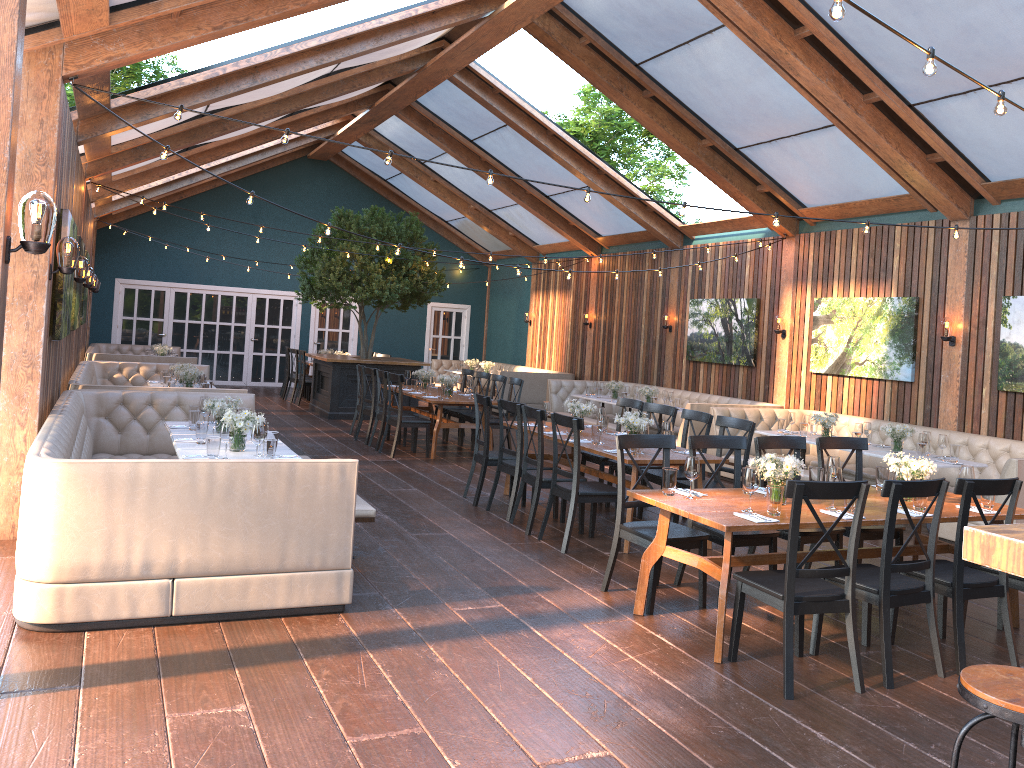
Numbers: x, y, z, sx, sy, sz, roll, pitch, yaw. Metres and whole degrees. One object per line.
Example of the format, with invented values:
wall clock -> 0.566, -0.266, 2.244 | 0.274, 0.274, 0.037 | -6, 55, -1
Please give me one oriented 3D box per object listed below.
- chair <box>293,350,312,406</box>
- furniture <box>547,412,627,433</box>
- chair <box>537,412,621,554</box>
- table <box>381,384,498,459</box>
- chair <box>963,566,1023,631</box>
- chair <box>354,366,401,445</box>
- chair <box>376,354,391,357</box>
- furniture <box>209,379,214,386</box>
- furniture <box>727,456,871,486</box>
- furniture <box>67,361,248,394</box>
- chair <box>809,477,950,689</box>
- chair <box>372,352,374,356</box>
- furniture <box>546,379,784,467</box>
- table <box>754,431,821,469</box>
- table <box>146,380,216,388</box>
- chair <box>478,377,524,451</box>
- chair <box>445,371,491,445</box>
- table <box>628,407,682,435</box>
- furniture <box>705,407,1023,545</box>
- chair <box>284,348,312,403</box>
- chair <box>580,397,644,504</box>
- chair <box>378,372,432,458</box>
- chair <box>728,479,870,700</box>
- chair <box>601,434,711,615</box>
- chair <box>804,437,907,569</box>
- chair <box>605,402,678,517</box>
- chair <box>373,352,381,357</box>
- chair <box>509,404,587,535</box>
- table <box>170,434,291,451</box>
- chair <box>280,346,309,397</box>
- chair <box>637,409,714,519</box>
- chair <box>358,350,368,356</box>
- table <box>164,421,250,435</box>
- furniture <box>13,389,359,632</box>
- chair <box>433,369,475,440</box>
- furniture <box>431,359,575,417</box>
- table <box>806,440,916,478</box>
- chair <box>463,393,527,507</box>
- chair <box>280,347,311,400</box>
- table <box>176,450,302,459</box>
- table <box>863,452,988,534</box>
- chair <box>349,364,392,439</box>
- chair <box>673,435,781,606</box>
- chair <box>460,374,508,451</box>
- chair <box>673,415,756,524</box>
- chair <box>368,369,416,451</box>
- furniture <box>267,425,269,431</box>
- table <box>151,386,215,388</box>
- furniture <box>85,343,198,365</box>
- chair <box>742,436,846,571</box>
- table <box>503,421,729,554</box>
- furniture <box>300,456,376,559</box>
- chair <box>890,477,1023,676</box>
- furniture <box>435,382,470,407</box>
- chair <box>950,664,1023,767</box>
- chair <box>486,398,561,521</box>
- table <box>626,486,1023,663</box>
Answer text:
chair -> -3.785, -0.116, 16.673 | 0.538, 1.020, 0.478 | 4, 0, -24
furniture -> 1.162, 0.729, 13.150 | 0.312, 0.399, 2.335 | 3, 3, -24
chair -> 0.564, 0.754, 6.954 | 0.538, 1.020, 0.478 | 4, 0, -24
table -> -1.068, 0.483, 12.093 | 0.949, 0.729, 2.438 | 3, 3, -24
chair -> 2.979, 1.019, 5.166 | 0.476, 1.020, 0.541 | 4, 0, -29
chair -> -1.797, 0.290, 12.095 | 0.538, 1.020, 0.478 | 3, 0, -29
chair -> -2.672, -0.073, 17.157 | 0.538, 1.020, 0.478 | 3, 0, -41
furniture -> -5.890, 0.061, 16.628 | 0.312, 0.399, 2.335 | 3, 3, -24
furniture -> 3.017, 1.098, 9.030 | 0.312, 0.399, 2.335 | 3, 3, -24
furniture -> -4.363, 0.291, 10.652 | 1.707, 0.859, 4.169 | 2, 4, -24
chair -> 1.959, 0.981, 4.705 | 0.476, 1.020, 0.541 | 4, 0, -29
chair -> -3.121, -0.166, 18.202 | 0.539, 1.020, 0.478 | 4, 0, -19
furniture -> 2.188, 0.536, 13.607 | 1.707, 0.859, 4.169 | 2, 4, -24
table -> 3.302, 0.918, 10.051 | 0.797, 0.672, 0.801 | 3, 2, -25
table -> -4.349, 0.332, 11.553 | 0.797, 0.672, 0.801 | 3, 2, -25
chair -> -0.152, 0.426, 11.608 | 0.539, 1.020, 0.478 | 4, 0, -19
chair -> -0.612, 0.334, 12.629 | 0.538, 1.020, 0.478 | 3, 0, -29
table -> 2.116, 0.682, 12.683 | 0.797, 0.672, 0.801 | 3, 2, -25
furniture -> 4.044, 0.906, 9.484 | 1.707, 0.859, 4.169 | 2, 4, -24
chair -> -4.059, -0.164, 17.164 | 0.538, 1.020, 0.478 | 3, 0, -29
chair -> 1.020, 0.660, 9.004 | 0.538, 1.020, 0.478 | 4, 0, -24
chair -> -1.314, 0.382, 11.083 | 0.538, 1.020, 0.478 | 3, 0, -29
chair -> 1.450, 0.962, 4.475 | 0.477, 1.020, 0.540 | 4, 0, -19
chair -> 0.933, 0.859, 5.624 | 0.476, 1.020, 0.541 | 4, 0, -29
chair -> 2.461, 0.916, 6.315 | 0.476, 1.020, 0.540 | 4, 0, -24
chair -> 1.250, 0.705, 8.493 | 0.538, 1.020, 0.478 | 3, 0, -29
chair -> -2.891, -0.120, 17.691 | 0.538, 1.020, 0.478 | 4, 0, -24
chair -> 0.328, 0.708, 7.461 | 0.539, 1.020, 0.478 | 4, 0, -19
table -> -2.159, 0.768, 6.689 | 0.797, 0.672, 0.801 | 3, 2, -24
chair -> -4.460, -0.253, 18.212 | 0.539, 1.020, 0.478 | 4, 0, -19
chair -> 1.480, 0.751, 7.983 | 0.539, 1.020, 0.478 | 4, 0, -19
chair -> -3.351, -0.212, 18.713 | 0.538, 1.020, 0.478 | 3, 0, -29
table -> -2.494, 0.702, 7.433 | 0.797, 0.672, 0.801 | 3, 2, -25
furniture -> -2.502, 0.662, 6.519 | 1.707, 0.859, 4.169 | 2, 4, -24
chair -> -0.842, 0.288, 13.140 | 0.538, 1.020, 0.478 | 4, 0, -24
furniture -> -0.292, 0.042, 19.114 | 1.707, 0.859, 4.169 | 2, 4, -24
table -> 3.637, 0.985, 9.307 | 0.797, 0.672, 0.801 | 3, 2, -24
chair -> -0.132, 0.617, 8.477 | 0.539, 1.020, 0.478 | 4, 0, -17
chair -> -4.303, -0.210, 17.668 | 0.539, 1.020, 0.478 | 4, 0, -19
table -> -1.824, 0.835, 5.945 | 0.797, 0.672, 0.801 | 3, 2, -25
table -> 3.972, 1.052, 8.563 | 0.797, 0.672, 0.801 | 3, 2, -25
chair -> -1.993, 0.245, 12.620 | 0.539, 1.020, 0.478 | 4, 0, -19
chair -> 1.442, 0.878, 5.854 | 0.476, 1.020, 0.540 | 4, 0, -24
chair -> -0.382, 0.380, 12.118 | 0.538, 1.020, 0.478 | 4, 0, -24
chair -> 1.710, 0.797, 7.472 | 0.538, 1.020, 0.478 | 4, 0, -24
chair -> -1.544, 0.337, 11.593 | 0.539, 1.020, 0.478 | 4, 0, -21
furniture -> -3.396, 0.558, 11.091 | 0.312, 0.399, 2.335 | 3, 3, -24
table -> -4.014, 0.399, 10.809 | 0.797, 0.672, 0.801 | 3, 2, -24
furniture -> -6.847, -0.204, 16.168 | 1.707, 0.859, 4.169 | 2, 4, -24
chair -> 1.952, 0.897, 6.085 | 0.476, 1.020, 0.541 | 4, 0, -29
table -> 0.784, 0.852, 7.980 | 0.949, 0.729, 2.438 | 3, 3, -24
furniture -> -1.541, 0.928, 6.971 | 0.312, 0.399, 2.335 | 3, 3, -24
chair -> 2.469, 1.000, 4.935 | 0.476, 1.020, 0.540 | 4, 0, -24
furniture -> -1.331, 0.232, 18.687 | 0.312, 0.399, 2.335 | 3, 3, -24
chair -> 1.437, 1.223, 2.493 | 0.467, 0.735, 0.469 | 3, 1, -37
chair -> 0.127, 0.664, 7.971 | 0.538, 1.020, 0.478 | 3, 0, -28
table -> 1.969, 1.084, 5.409 | 2.427, 0.730, 0.953 | 2, 2, -24
